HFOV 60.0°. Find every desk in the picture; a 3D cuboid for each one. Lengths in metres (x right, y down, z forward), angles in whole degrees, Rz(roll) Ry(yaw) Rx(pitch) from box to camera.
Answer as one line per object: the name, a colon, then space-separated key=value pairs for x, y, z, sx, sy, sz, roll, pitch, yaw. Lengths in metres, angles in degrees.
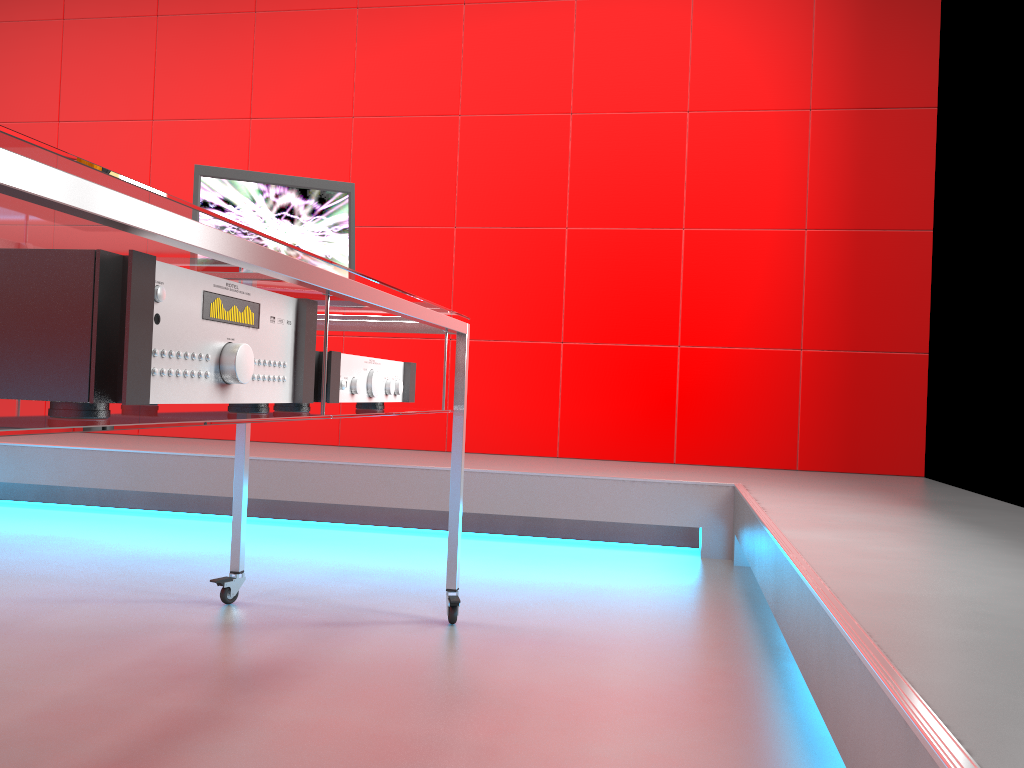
desk: x=-0.521 y=0.168 z=1.280 sx=0.594 sy=0.690 sz=1.617 roll=2 pitch=-1 yaw=10

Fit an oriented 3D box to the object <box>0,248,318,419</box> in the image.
object: x=-0.488 y=-0.047 z=1.052 sx=0.371 sy=0.158 sz=0.431 roll=2 pitch=-1 yaw=10

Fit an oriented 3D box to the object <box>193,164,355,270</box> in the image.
object: x=-0.458 y=-0.312 z=1.764 sx=0.342 sy=0.285 sz=0.340 roll=3 pitch=-1 yaw=-20

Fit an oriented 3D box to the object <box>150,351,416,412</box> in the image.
object: x=-0.405 y=-0.005 z=1.537 sx=0.365 sy=0.092 sz=0.435 roll=2 pitch=-1 yaw=10
